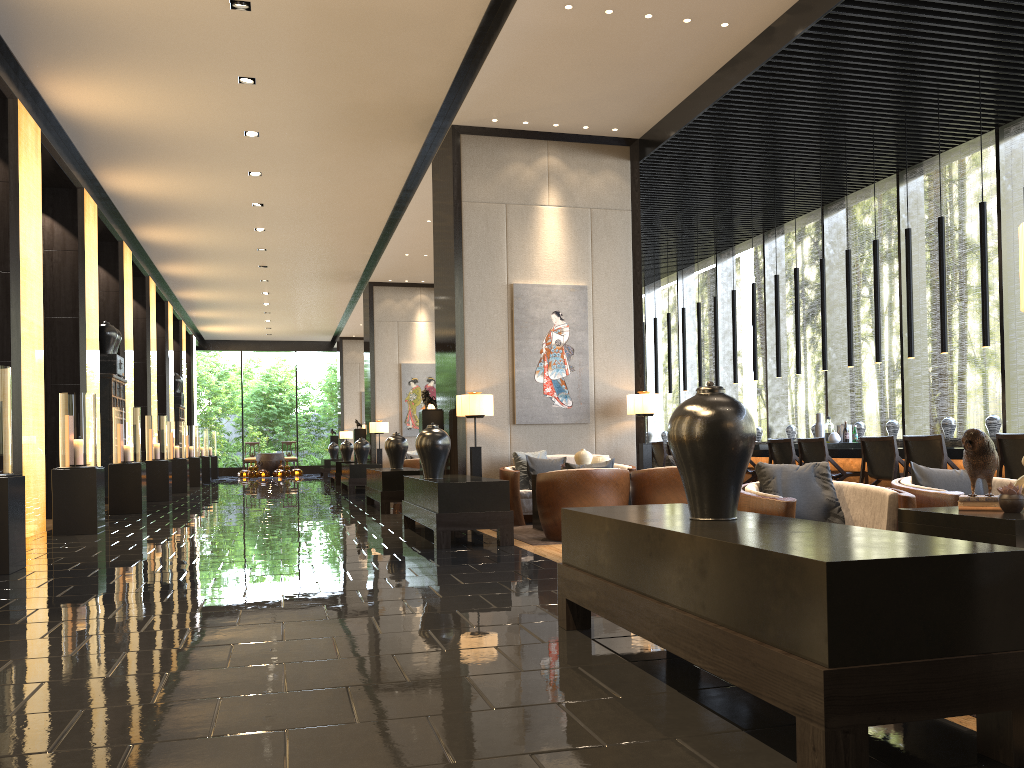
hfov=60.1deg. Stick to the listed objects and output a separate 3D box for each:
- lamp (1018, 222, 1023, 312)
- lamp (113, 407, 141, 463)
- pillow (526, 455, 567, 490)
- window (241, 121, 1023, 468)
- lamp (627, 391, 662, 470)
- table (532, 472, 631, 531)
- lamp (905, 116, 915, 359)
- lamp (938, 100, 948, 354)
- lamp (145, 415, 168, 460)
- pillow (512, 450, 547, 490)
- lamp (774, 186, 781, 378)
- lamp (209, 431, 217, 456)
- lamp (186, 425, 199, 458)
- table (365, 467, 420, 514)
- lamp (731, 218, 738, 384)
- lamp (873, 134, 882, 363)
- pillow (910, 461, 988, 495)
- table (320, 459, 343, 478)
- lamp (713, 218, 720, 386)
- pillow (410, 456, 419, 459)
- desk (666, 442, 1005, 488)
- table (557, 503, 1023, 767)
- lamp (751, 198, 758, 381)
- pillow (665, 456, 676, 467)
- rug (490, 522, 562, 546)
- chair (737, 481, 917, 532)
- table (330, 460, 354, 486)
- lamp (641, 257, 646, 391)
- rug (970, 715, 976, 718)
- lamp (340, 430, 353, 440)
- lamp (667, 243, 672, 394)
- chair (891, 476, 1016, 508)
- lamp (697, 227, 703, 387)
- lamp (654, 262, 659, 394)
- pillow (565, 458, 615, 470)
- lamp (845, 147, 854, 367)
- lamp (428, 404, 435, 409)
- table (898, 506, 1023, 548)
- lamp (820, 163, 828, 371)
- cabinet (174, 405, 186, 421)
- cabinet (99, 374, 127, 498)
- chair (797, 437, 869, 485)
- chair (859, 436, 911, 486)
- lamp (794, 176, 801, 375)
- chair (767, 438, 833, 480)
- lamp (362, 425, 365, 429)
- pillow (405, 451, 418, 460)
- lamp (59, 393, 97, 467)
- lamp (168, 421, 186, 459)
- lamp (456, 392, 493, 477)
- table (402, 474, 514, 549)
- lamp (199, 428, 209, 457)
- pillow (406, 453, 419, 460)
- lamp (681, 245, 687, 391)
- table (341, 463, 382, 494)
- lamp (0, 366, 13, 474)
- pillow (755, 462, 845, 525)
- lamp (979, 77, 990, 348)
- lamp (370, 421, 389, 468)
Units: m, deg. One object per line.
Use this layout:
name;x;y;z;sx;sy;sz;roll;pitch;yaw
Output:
lamp;1.446;0.242;2.123;0.375;1.350;0.375;-2;-1;33
lamp;-5.087;0.674;11.697;0.336;0.728;0.337;-1;-1;-9
pillow;0.353;0.898;9.064;0.471;0.361;0.219;0;-2;-18
window;-2.280;-0.279;14.245;12.051;4.222;31.949;0;-4;-15
lamp;1.433;0.759;9.495;0.375;1.350;0.375;-1;-1;15
table;0.770;1.106;8.371;1.042;0.517;0.576;0;-3;-15
lamp;3.866;-1.460;8.637;0.060;2.418;0.060;-1;-1;-20
lamp;3.979;-1.492;8.206;0.060;2.418;0.060;-1;-1;-20
lamp;-5.834;0.887;14.537;0.336;0.728;0.337;-1;-1;-13
pillow;0.216;0.889;9.188;0.433;0.399;0.201;1;-2;-36
lamp;3.266;-1.288;10.920;0.060;2.418;0.060;-1;-1;-20
lamp;-8.821;1.740;25.896;0.336;0.728;0.337;0;-1;-27
lamp;-7.328;1.314;20.217;0.336;0.728;0.337;-1;-1;-13
table;-1.521;1.374;11.620;0.620;0.512;1.964;0;-4;-15
lamp;2.994;-1.211;11.952;0.060;2.418;0.060;-1;-1;-20
lamp;3.743;-1.425;9.106;0.060;2.418;0.060;-1;-1;-20
pillow;2.199;0.552;4.453;0.441;0.338;0.205;-1;-2;-8
table;-5.101;2.397;25.232;0.620;0.512;1.964;0;-4;-15
lamp;2.863;-1.173;12.449;0.060;2.418;0.060;-1;-1;-20
pillow;-1.610;1.426;15.881;0.441;0.338;0.205;-1;-2;-8
desk;2.022;1.416;14.818;1.779;0.758;28.791;0;-4;-15
table;0.746;0.727;3.002;0.620;0.512;1.964;0;-4;-15
lamp;3.125;-1.248;11.453;0.060;2.418;0.060;-1;-1;-20
pillow;1.476;0.777;7.521;0.399;0.362;0.222;0;-2;-14
rug;0.825;1.364;8.379;1.957;0.008;2.246;0;-4;-15
chair;1.403;0.756;4.116;0.803;0.603;0.607;0;-2;-15
table;-3.799;2.025;20.284;0.620;0.512;1.964;0;-4;-15
lamp;2.209;-0.987;14.937;0.060;2.418;0.060;-1;-1;-20
rug;2.133;0.990;3.405;2.040;0.008;2.246;0;-4;-15
lamp;-4.925;2.061;26.350;0.375;1.350;0.375;-1;-1;15
lamp;2.470;-1.061;13.944;0.060;2.418;0.060;-1;-1;-20
chair;2.230;0.756;4.334;0.803;0.603;0.607;0;-2;-15
lamp;2.733;-1.136;12.945;0.060;2.418;0.060;-1;-1;-20
lamp;2.340;-1.024;14.441;0.060;2.418;0.060;-1;-1;-20
pillow;0.647;0.781;7.300;0.441;0.338;0.205;-1;-2;-8
lamp;3.627;-1.391;9.548;0.060;2.418;0.060;-1;-1;-20
lamp;-0.828;0.907;10.769;0.375;1.318;0.375;-2;-1;29
table;2.096;0.728;3.329;1.042;0.517;0.576;0;-3;-15
lamp;3.508;-1.358;9.998;0.060;2.418;0.060;-1;-1;-20
cabinet;-8.274;1.498;21.537;0.547;1.921;1.189;-1;-2;-15
cabinet;-6.031;0.857;13.008;0.547;1.921;1.189;-1;-2;-15
chair;3.191;0.949;8.910;0.563;0.826;0.526;-1;-2;-15
chair;3.448;0.875;7.930;0.563;0.826;0.526;-1;-2;-15
lamp;3.375;-1.320;10.503;0.060;2.418;0.060;-1;-1;-20
chair;3.044;0.990;9.466;0.563;0.826;0.526;-1;-2;-15
lamp;-3.098;1.539;19.402;0.375;1.350;0.375;-1;-1;4
pillow;-2.041;1.533;17.769;0.433;0.399;0.201;1;-2;-36
lamp;-4.340;0.461;8.858;0.336;0.728;0.337;0;-2;-42
lamp;-6.581;1.101;17.377;0.336;0.728;0.337;-1;-1;-13
lamp;-0.368;0.761;9.021;0.375;1.347;0.375;-2;-1;36
table;-0.537;1.093;7.880;0.620;0.512;1.964;0;-4;-15
lamp;-8.074;1.527;23.056;0.336;0.728;0.337;-1;-1;-13
pillow;-1.904;1.542;17.644;0.471;0.361;0.219;0;-2;-18
lamp;2.604;-1.099;13.436;0.060;2.418;0.060;-1;-1;-20
table;-2.816;1.744;16.544;0.620;0.512;1.964;0;-4;-15
lamp;-3.593;0.248;6.018;0.336;0.728;0.337;0;-2;-42
pillow;1.370;0.548;4.233;0.399;0.362;0.222;0;-2;-14
lamp;4.107;-1.529;7.721;0.060;2.418;0.060;-1;-1;-10
lamp;-2.638;1.408;17.653;0.375;1.350;0.375;-1;-1;4
